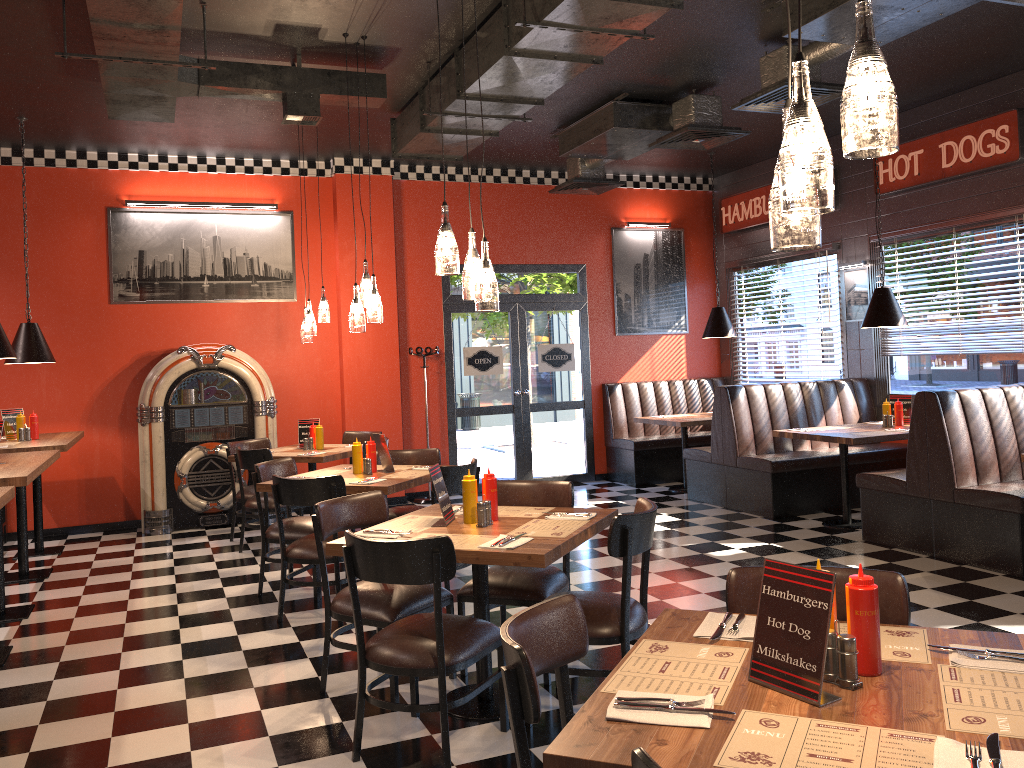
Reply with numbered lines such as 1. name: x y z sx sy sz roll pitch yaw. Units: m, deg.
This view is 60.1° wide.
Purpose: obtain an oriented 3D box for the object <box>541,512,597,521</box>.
1. object: 0.244 0.588 3.981 0.255 0.019 0.157 -2 2 22

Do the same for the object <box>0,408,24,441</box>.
1. object: -4.076 0.331 7.262 0.072 0.257 0.188 -3 0 28

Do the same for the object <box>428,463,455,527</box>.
1. object: -0.313 0.493 3.964 0.072 0.257 0.188 -3 0 8

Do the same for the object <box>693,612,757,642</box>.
1. object: 0.559 0.625 2.281 0.157 0.019 0.255 -2 2 24

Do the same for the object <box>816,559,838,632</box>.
1. object: 0.702 0.517 2.014 0.068 0.238 0.068 -2 -1 -7

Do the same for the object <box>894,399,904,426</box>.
1. object: 3.307 0.241 7.575 0.068 0.238 0.068 -2 -1 -38

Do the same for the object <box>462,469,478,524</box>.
1. object: -0.187 0.498 3.942 0.068 0.238 0.068 -2 -1 -17

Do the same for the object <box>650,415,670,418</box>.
1. object: 1.652 0.356 9.796 0.157 0.019 0.255 -3 2 -21

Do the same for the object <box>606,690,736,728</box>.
1. object: 0.322 0.650 1.788 0.255 0.019 0.157 -2 2 18

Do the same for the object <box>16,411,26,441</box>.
1. object: -3.993 0.338 7.205 0.068 0.238 0.068 -2 -1 -28

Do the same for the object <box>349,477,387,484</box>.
1. object: -0.877 0.592 5.471 0.157 0.019 0.255 -2 2 25

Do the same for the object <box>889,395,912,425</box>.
1. object: 3.388 0.223 7.730 0.188 0.257 0.072 -2 -1 38

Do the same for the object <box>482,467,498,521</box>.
1. object: -0.099 0.493 3.975 0.068 0.238 0.068 -2 -1 -17

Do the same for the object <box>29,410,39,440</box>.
1. object: -3.903 0.334 7.230 0.068 0.238 0.068 -2 -1 -28

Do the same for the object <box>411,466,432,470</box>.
1. object: -0.576 0.564 6.003 0.255 0.019 0.157 -2 2 26

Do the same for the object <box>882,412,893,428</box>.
1. object: 3.185 0.300 7.513 0.093 0.136 0.047 -2 -1 38

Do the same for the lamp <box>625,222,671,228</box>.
1. lamp: 1.657 -1.939 10.804 0.611 0.056 0.081 -3 1 -22

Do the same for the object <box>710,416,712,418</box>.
1. object: 2.206 0.345 9.368 0.157 0.019 0.255 -3 2 -23

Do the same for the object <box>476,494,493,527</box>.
1. object: -0.121 0.549 3.860 0.046 0.136 0.094 -3 0 28

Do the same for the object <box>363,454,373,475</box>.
1. object: -0.951 0.527 5.821 0.047 0.136 0.093 -2 0 -32

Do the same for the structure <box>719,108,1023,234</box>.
1. structure: 4.697 -2.000 5.725 0.120 0.438 11.256 -2 1 -22

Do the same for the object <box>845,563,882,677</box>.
1. object: 0.775 0.515 1.955 0.068 0.238 0.068 -3 -1 21

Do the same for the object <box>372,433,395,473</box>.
1. object: -0.859 0.458 5.929 0.072 0.257 0.188 -2 0 -32

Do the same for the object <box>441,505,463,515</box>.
1. object: -0.241 0.602 4.233 0.157 0.019 0.255 -2 2 16

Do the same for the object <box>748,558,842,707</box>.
1. object: 0.589 0.516 1.870 0.072 0.257 0.188 -2 0 -32

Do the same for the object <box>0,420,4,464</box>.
1. object: -3.123 0.348 5.282 0.188 0.257 0.072 -2 -1 19

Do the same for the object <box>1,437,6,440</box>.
1. object: -4.188 0.448 7.491 0.255 0.019 0.157 -3 2 -25

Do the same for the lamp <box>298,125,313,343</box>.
1. lamp: -1.857 -1.345 7.857 0.108 1.967 0.108 -2 -1 -40

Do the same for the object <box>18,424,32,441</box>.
1. object: -3.912 0.390 7.111 0.094 0.136 0.046 -2 0 -42

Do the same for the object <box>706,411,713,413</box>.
1. object: 2.343 0.319 10.061 0.157 0.019 0.255 -3 2 -26

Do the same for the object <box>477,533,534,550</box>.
1. object: -0.015 0.614 3.487 0.157 0.019 0.255 -2 2 26

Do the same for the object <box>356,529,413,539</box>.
1. object: -0.524 0.628 3.751 0.255 0.019 0.157 -2 2 25

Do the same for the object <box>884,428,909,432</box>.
1. object: 3.126 0.371 7.166 0.157 0.019 0.255 -3 2 -26

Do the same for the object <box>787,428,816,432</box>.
1. object: 2.474 0.388 7.542 0.157 0.019 0.255 -3 2 -16

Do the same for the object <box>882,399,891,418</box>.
1. object: 3.219 0.244 7.606 0.068 0.238 0.068 -2 -1 -38

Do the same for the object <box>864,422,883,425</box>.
1. object: 3.270 0.344 7.857 0.157 0.019 0.255 -3 2 -23

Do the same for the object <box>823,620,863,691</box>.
1. object: 0.698 0.572 1.896 0.047 0.136 0.093 -2 0 -32

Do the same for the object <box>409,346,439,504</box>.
1. object: -0.911 0.429 9.488 0.374 1.659 0.374 -2 -1 1

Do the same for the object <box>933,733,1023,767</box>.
1. object: 0.796 0.639 1.492 0.157 0.019 0.255 -2 2 26

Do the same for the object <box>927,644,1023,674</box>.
1. object: 1.073 0.612 1.994 0.255 0.019 0.157 -2 2 27

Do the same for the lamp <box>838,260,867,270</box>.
1. lamp: 3.449 -1.203 8.968 0.081 0.056 0.334 -3 2 -22

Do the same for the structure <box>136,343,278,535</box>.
1. structure: -2.947 0.489 8.624 1.295 1.769 0.499 -2 -1 -22

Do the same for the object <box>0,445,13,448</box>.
1. object: -3.787 0.461 6.489 0.255 0.019 0.157 -3 2 -25
